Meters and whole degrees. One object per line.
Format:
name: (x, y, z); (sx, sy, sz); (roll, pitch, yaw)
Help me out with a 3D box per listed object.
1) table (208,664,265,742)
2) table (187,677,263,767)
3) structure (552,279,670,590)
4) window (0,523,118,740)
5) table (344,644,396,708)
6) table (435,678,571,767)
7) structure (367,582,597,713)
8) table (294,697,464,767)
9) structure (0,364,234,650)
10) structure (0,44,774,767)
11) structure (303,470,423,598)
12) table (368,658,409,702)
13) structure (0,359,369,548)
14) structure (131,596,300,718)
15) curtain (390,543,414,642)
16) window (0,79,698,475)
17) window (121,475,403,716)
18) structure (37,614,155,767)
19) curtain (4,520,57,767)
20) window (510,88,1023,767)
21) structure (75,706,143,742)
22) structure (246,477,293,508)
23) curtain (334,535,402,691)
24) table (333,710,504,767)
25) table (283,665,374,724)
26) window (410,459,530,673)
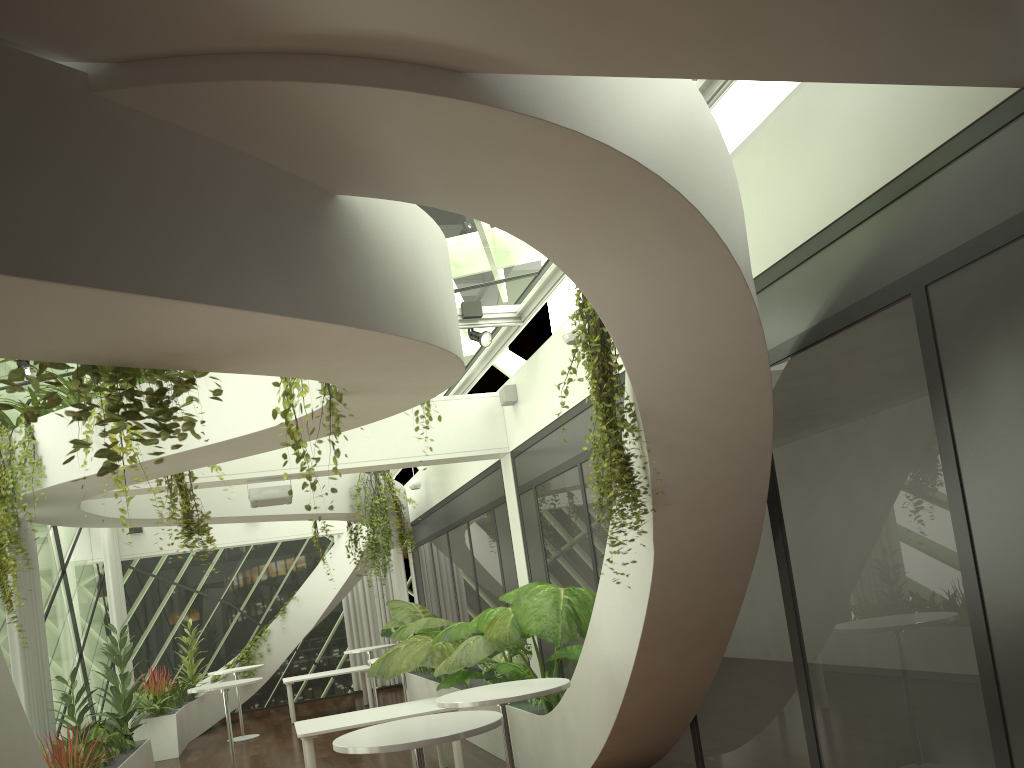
table: (-4.257, 5.013, 13.718); (0.863, 1.081, 0.864); (-11, -8, 18)
table: (-3.300, 4.071, 10.287); (0.863, 1.081, 0.864); (-11, -8, 18)
structure: (0.579, 0.024, 4.603); (0.614, 2.088, 1.083); (-8, -6, -5)
window: (-5.615, 2.419, 9.400); (0.084, 4.560, 17.196); (-7, -12, -17)
table: (-2.248, 4.860, 14.305); (0.863, 1.081, 0.864); (-11, -8, 18)
table: (0.020, 2.469, 5.501); (0.851, 1.081, 0.877); (-4, -9, -32)
structure: (-0.929, 3.356, 10.425); (1.773, 1.687, 9.136); (-6, -13, -17)
table: (-1.259, 3.518, 8.374); (1.493, 0.708, 1.095); (-5, -11, -16)
structure: (-3.051, 0.886, 7.277); (4.715, 2.283, 1.445); (-17, -10, 36)
structure: (-1.656, 1.620, 5.653); (5.896, 4.151, 24.981); (-6, -13, -11)
structure: (-2.270, 2.219, 13.145); (1.463, 2.044, 1.635); (-14, -9, 37)
table: (-1.292, 3.918, 10.874); (0.863, 1.081, 0.864); (-11, -8, 18)
structure: (-1.630, 0.039, 3.466); (1.252, 1.829, 3.213); (-14, -12, 38)
structure: (-5.522, 4.654, 14.854); (2.047, 1.642, 4.839); (-11, -12, 14)
curtain: (-2.289, 4.109, 17.907); (0.159, 4.034, 1.019); (-7, -5, -18)
window: (-3.246, -0.022, 10.355); (5.662, 0.054, 17.163); (-4, -14, -17)
window: (-5.116, 4.405, 18.174); (5.711, 4.582, 0.039); (-5, -5, -16)
structure: (-3.988, 2.991, 8.270); (0.849, 1.572, 3.414); (-6, -11, -18)
curtain: (-5.151, 2.500, 9.270); (0.159, 4.034, 1.065); (-7, -5, -18)
window: (1.182, 1.425, 6.407); (0.050, 3.187, 7.280); (-7, -11, -17)
structure: (-5.357, 4.594, 9.968); (0.257, 0.495, 15.536); (-6, -13, -17)
structure: (-2.588, 1.157, 9.364); (0.460, 0.272, 0.397); (-5, -11, -17)
curtain: (-3.002, 4.358, 18.530); (1.224, 4.035, 0.163); (-7, -4, -18)
table: (-0.392, 2.263, 4.368); (0.851, 1.081, 0.877); (-4, -9, -32)
table: (-3.207, 5.437, 15.362); (1.493, 0.708, 1.095); (-5, -11, -16)
window: (-0.828, 3.403, 13.613); (0.050, 3.187, 7.371); (-7, -11, -17)
